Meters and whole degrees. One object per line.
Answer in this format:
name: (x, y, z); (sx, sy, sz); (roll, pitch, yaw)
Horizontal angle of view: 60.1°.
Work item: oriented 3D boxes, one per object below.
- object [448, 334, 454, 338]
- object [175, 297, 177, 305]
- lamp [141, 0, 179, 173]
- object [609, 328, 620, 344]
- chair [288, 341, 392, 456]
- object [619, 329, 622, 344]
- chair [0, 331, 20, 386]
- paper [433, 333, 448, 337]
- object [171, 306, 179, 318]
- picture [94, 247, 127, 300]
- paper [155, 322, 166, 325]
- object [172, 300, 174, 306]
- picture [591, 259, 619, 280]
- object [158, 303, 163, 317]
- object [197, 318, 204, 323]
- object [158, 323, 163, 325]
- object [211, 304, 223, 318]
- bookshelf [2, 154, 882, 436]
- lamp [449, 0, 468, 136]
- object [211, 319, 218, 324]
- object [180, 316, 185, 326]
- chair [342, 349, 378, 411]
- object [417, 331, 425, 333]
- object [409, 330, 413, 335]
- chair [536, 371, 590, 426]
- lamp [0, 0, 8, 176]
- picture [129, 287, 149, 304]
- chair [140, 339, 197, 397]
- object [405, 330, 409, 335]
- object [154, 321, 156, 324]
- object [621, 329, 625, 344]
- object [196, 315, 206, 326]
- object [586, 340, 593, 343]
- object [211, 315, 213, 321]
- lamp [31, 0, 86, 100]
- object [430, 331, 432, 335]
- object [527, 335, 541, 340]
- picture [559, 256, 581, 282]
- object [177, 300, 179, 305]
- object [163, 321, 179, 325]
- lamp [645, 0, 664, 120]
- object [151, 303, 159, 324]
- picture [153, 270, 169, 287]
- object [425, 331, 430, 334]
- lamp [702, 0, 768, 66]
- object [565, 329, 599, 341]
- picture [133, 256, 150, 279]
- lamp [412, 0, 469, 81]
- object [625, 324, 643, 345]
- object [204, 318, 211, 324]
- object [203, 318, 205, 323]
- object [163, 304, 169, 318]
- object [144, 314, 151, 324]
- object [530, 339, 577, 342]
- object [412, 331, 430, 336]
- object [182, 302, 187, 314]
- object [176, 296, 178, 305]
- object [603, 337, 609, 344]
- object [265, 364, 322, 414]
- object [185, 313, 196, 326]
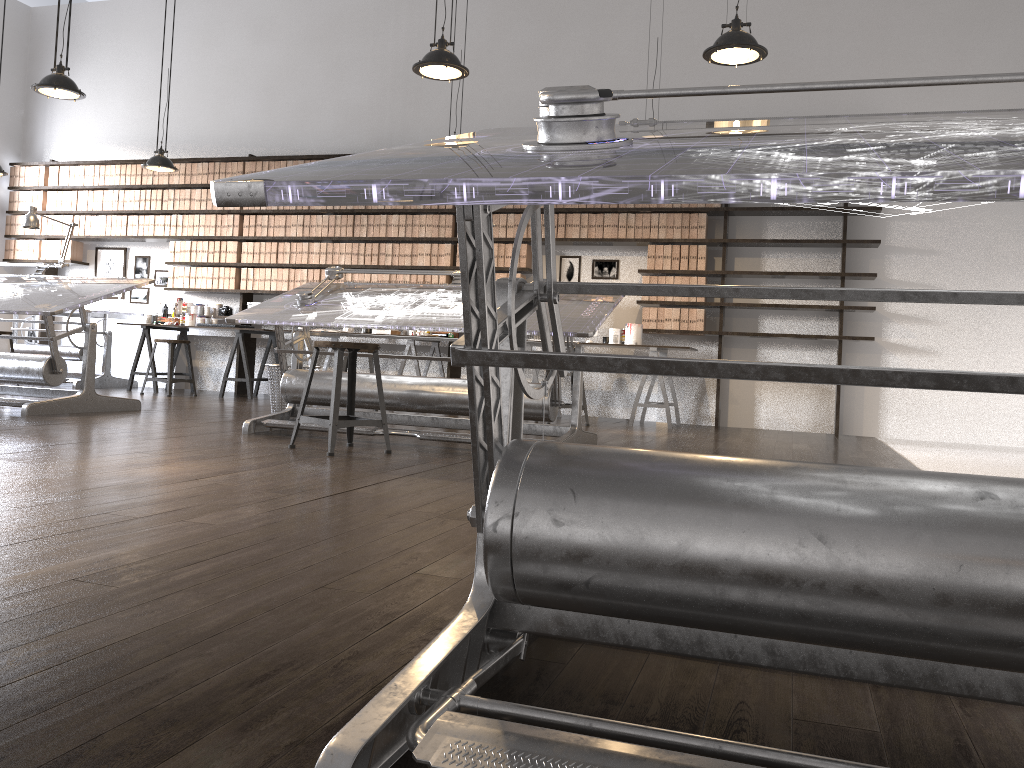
object: (-0.551, -0.437, 8.028); (0.049, 0.037, 0.049); (3, 0, 21)
object: (-3.448, -0.782, 9.060); (0.007, 0.214, 0.055); (4, -2, -37)
lamp: (-3.058, -3.026, 7.872); (0.311, 2.256, 0.312); (3, -2, -3)
object: (0.880, -0.402, 7.602); (0.094, 0.145, 0.094); (2, -1, 44)
chair: (-0.806, 0.065, 4.234); (0.358, 0.529, 0.372); (4, -1, -44)
object: (0.938, -0.401, 7.693); (0.097, 0.143, 0.095); (2, -1, 35)
chair: (-4.863, -0.234, 8.278); (0.372, 0.529, 0.358); (3, -1, 26)
paper: (-0.676, -0.442, 8.002); (0.155, 0.038, 0.137); (4, 1, 32)
object: (-3.366, -0.744, 9.177); (0.077, 0.146, 0.344); (2, 0, 40)
picture: (-4.467, -1.231, 9.845); (0.415, 0.575, 0.040); (3, -2, 18)
paper: (-3.528, -0.608, 8.910); (0.155, 0.038, 0.137); (3, 1, 3)
object: (-3.460, -0.770, 9.074); (0.071, 0.186, 0.008); (2, -2, 18)
picture: (0.861, -1.056, 8.164); (0.251, 0.184, 0.023); (3, -2, 18)
object: (-3.629, -0.719, 9.116); (0.069, 0.238, 0.068); (3, -2, 15)
object: (-3.162, -0.622, 8.984); (0.062, 0.094, 0.062); (3, -1, -32)
object: (-3.517, -0.599, 8.874); (0.011, 0.017, 0.172); (4, 1, -41)
object: (-3.075, -0.755, 9.235); (0.107, 0.162, 0.236); (3, 0, -17)
bookshelf: (-1.344, -0.692, 8.759); (9.182, 3.212, 0.373); (3, -1, 18)
lamp: (-0.406, -2.872, 7.027); (0.311, 2.256, 0.312); (1, -2, 42)
object: (-3.037, -0.616, 9.041); (0.062, 0.094, 0.062); (3, -1, -23)
object: (-3.345, -0.636, 8.988); (0.049, 0.112, 0.049); (3, -1, 14)
chair: (-1.323, -0.038, 7.593); (0.371, 0.529, 0.358); (3, -1, -9)
object: (-0.829, -0.504, 8.228); (0.105, 0.142, 0.104); (3, -1, 25)
object: (-0.931, -0.492, 8.274); (0.062, 0.094, 0.062); (3, -1, -23)
chair: (0.409, 0.062, 7.069); (0.358, 0.529, 0.371); (3, -1, -14)
lamp: (-4.914, -3.134, 8.458); (0.311, 2.256, 0.312); (3, -2, -3)
picture: (-4.089, -0.973, 9.724); (0.251, 0.184, 0.023); (3, -2, 18)
chair: (-3.182, -0.148, 8.258); (0.372, 0.529, 0.358); (3, -1, 26)
object: (-0.970, -0.495, 8.332); (0.063, 0.093, 0.062); (3, -1, -32)
object: (-3.615, -0.616, 9.004); (0.049, 0.037, 0.049); (3, 0, 14)
object: (0.975, -0.398, 7.612); (0.068, 0.155, 0.068); (3, -1, -6)
object: (-3.192, -0.638, 9.093); (0.095, 0.128, 0.094); (3, -1, 21)
object: (0.658, -0.356, 7.506); (0.059, 0.028, 0.106); (3, 1, 14)
object: (-3.084, -0.640, 9.086); (0.029, 0.134, 0.004); (3, -2, 13)
lamp: (-2.810, -2.963, 5.635); (0.311, 2.256, 0.312); (2, -2, 38)
object: (-0.735, -0.474, 8.223); (0.060, 0.089, 0.059); (3, -1, 22)
object: (0.130, -0.460, 7.992); (0.284, 0.161, 0.203); (3, 0, 10)
picture: (0.542, -1.053, 8.266); (0.201, 0.285, 0.022); (3, -2, 17)
object: (-3.440, -0.776, 9.072); (0.055, 0.193, 0.006); (2, -2, 16)
object: (-3.409, -0.605, 8.850); (0.132, 0.050, 0.197); (2, 1, -43)
lamp: (1.073, -2.786, 6.556); (0.311, 2.256, 0.312); (1, -2, 42)
object: (-3.650, -0.715, 9.048); (0.069, 0.230, 0.068); (3, -1, 15)
picture: (-3.786, -1.147, 9.636); (0.251, 0.184, 0.023); (3, -2, 18)
object: (-0.778, -0.486, 8.170); (0.049, 0.112, 0.049); (2, -1, 21)
lamp: (1.150, -2.732, 4.374); (0.311, 2.256, 0.312); (3, -2, -3)
object: (0.462, -0.617, 7.831); (0.643, 0.519, 0.204); (3, -1, 18)
picture: (-4.064, -1.266, 9.730); (0.201, 0.285, 0.022); (3, -2, 17)
lamp: (-0.330, -2.818, 4.845); (0.311, 2.256, 0.312); (1, -2, 42)
object: (1.034, -0.412, 7.523); (0.144, 0.196, 0.145); (3, -1, -10)
object: (-3.096, -0.618, 9.009); (0.062, 0.093, 0.063); (3, -1, -23)
object: (-3.143, -0.622, 9.043); (0.045, 0.101, 0.044); (3, -1, 17)
object: (-3.603, -0.716, 9.196); (0.069, 0.230, 0.068); (3, -1, 15)
object: (-3.724, -0.656, 9.054); (0.068, 0.104, 0.068); (3, -1, 22)
object: (0.358, -0.366, 7.587); (0.439, 0.018, 0.118); (3, 1, 13)
object: (-0.808, -0.453, 8.021); (0.197, 0.050, 0.132); (3, 1, -12)
object: (-3.470, -0.800, 9.377); (0.050, 0.140, 0.051); (3, -1, 15)
object: (-3.445, -0.790, 9.083); (0.007, 0.228, 0.021); (2, -2, 29)
object: (0.843, -0.406, 7.778); (0.096, 0.142, 0.091); (3, -1, -3)
object: (-1.404, 0.069, 5.649); (0.353, 0.378, 0.352); (3, 0, 39)
object: (-3.269, -0.646, 9.005); (0.105, 0.142, 0.104); (3, -1, 10)
